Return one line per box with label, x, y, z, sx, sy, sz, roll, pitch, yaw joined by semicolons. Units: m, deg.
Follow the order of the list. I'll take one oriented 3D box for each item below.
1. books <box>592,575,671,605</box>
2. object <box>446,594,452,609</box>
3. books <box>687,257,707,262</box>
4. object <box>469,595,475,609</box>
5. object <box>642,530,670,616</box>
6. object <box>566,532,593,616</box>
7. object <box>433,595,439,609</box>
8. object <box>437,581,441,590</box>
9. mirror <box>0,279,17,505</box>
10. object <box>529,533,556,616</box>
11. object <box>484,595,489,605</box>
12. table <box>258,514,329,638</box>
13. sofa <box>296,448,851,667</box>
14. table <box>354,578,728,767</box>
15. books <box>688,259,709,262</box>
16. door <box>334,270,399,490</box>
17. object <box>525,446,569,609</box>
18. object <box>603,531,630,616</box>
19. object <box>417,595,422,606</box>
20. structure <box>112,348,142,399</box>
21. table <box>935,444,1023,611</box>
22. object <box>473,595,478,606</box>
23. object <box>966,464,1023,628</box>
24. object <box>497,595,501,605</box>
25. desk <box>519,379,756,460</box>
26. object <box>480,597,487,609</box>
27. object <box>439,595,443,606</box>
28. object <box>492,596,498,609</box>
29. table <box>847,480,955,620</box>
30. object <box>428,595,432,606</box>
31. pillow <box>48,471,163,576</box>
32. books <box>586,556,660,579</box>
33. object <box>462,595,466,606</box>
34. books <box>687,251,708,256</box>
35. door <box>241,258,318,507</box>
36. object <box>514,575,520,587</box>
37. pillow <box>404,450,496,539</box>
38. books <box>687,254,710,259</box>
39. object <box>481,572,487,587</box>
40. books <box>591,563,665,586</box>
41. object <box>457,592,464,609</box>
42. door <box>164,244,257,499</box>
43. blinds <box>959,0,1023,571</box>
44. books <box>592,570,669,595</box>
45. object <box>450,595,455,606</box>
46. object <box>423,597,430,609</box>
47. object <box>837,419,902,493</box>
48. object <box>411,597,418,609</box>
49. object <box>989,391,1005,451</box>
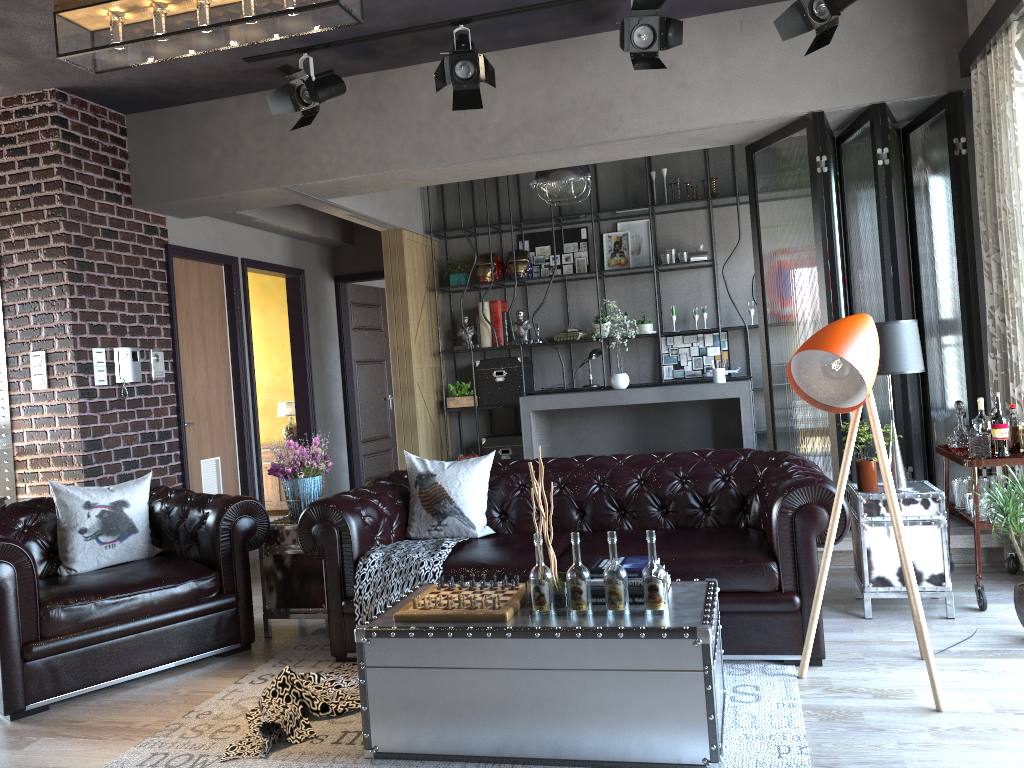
books;0.424;0.775;3.344;0.324;0.035;0.306;-4;1;15
object;-0.229;0.783;3.199;0.025;0.055;0.024;-4;0;-30
books;1.789;-1.210;8.654;0.166;0.024;0.227;-4;1;-6
object;-0.144;0.780;3.178;0.022;0.047;0.022;-4;0;-43
object;0.491;0.651;3.063;0.088;0.290;0.084;-4;0;20
object;0.235;0.670;3.131;0.088;0.290;0.084;-4;0;20
object;-0.276;0.790;3.214;0.022;0.047;0.022;-4;0;-43
object;-0.289;0.792;3.489;0.017;0.037;0.017;-4;0;-4
mirror;-3.989;-0.186;6.251;1.048;3.461;0.050;-4;0;15
object;0.104;0.679;3.165;0.088;0.290;0.084;-4;0;20
object;-0.094;0.781;3.212;0.017;0.037;0.017;-4;0;8
table;-1.112;1.044;4.912;0.417;0.609;0.405;-4;0;15
sofa;0.330;0.825;4.531;2.565;0.838;1.240;-4;1;14
table;0.137;1.042;3.297;1.254;0.470;0.684;-4;1;15
books;1.798;-1.182;8.647;0.179;0.034;0.243;-4;1;-2
door;-1.209;0.008;10.276;1.149;2.544;1.129;-4;0;15
object;0.131;0.524;3.309;0.156;0.583;0.185;-4;0;15
object;0.361;0.661;3.098;0.088;0.290;0.084;-4;0;20
object;-0.344;0.800;3.278;0.017;0.037;0.017;-4;0;8
structure;-2.780;-0.078;6.456;0.068;0.370;0.279;-4;0;15
table;2.513;0.711;4.611;0.438;0.732;0.803;-4;0;11
object;-0.134;0.784;3.221;0.017;0.037;0.017;-4;0;8
object;2.252;0.692;3.859;0.621;0.825;0.577;-4;0;-36
object;-0.049;0.778;3.201;0.017;0.037;0.017;-4;0;8
desk;1.235;0.478;8.562;2.129;0.886;0.845;-4;0;15
object;-0.102;0.779;3.167;0.026;0.044;0.026;-4;0;-30
object;-0.262;0.794;3.257;0.017;0.037;0.017;-4;0;8
object;-0.060;0.778;3.156;0.019;0.040;0.019;-4;0;19
table;1.933;0.819;4.442;0.405;0.609;0.417;-4;0;15
object;-0.304;0.797;3.270;0.017;0.037;0.017;-4;0;8
pillow;-2.165;0.723;4.753;0.541;0.502;0.290;-5;0;-37
books;0.418;0.691;3.344;0.251;0.030;0.236;-4;1;17
object;-0.176;0.787;3.232;0.017;0.037;0.017;-4;0;8
books;1.788;-1.260;8.649;0.225;0.029;0.179;-4;1;7
door;-2.718;0.143;8.738;1.098;2.544;1.150;-4;0;15
object;0.019;0.767;3.455;0.019;0.040;0.019;-4;0;-11
pillow;-0.339;0.579;4.772;0.528;0.469;0.283;-4;0;18
books;1.800;-1.235;8.652;0.243;0.024;0.175;-4;1;11
object;-0.112;0.768;3.488;0.025;0.058;0.025;-4;0;8
books;0.420;0.719;3.344;0.282;0.026;0.266;-4;1;17
object;-0.187;0.778;3.190;0.025;0.058;0.025;-4;0;-30
door;-2.591;0.152;7.495;0.219;2.540;1.003;-4;0;15
blinds;2.400;-0.415;3.540;0.200;2.974;3.411;-4;0;15
books;0.419;0.745;3.332;0.315;0.026;0.270;-4;1;15
object;-0.220;0.791;3.245;0.017;0.037;0.017;-4;0;8
object;-0.313;0.794;3.223;0.026;0.044;0.026;-4;0;-30
object;1.773;0.351;4.433;0.297;0.363;0.270;-4;0;-30
object;-0.356;0.799;3.235;0.019;0.040;0.019;-4;0;19
object;2.607;0.197;4.762;0.073;0.320;0.073;-4;0;5
